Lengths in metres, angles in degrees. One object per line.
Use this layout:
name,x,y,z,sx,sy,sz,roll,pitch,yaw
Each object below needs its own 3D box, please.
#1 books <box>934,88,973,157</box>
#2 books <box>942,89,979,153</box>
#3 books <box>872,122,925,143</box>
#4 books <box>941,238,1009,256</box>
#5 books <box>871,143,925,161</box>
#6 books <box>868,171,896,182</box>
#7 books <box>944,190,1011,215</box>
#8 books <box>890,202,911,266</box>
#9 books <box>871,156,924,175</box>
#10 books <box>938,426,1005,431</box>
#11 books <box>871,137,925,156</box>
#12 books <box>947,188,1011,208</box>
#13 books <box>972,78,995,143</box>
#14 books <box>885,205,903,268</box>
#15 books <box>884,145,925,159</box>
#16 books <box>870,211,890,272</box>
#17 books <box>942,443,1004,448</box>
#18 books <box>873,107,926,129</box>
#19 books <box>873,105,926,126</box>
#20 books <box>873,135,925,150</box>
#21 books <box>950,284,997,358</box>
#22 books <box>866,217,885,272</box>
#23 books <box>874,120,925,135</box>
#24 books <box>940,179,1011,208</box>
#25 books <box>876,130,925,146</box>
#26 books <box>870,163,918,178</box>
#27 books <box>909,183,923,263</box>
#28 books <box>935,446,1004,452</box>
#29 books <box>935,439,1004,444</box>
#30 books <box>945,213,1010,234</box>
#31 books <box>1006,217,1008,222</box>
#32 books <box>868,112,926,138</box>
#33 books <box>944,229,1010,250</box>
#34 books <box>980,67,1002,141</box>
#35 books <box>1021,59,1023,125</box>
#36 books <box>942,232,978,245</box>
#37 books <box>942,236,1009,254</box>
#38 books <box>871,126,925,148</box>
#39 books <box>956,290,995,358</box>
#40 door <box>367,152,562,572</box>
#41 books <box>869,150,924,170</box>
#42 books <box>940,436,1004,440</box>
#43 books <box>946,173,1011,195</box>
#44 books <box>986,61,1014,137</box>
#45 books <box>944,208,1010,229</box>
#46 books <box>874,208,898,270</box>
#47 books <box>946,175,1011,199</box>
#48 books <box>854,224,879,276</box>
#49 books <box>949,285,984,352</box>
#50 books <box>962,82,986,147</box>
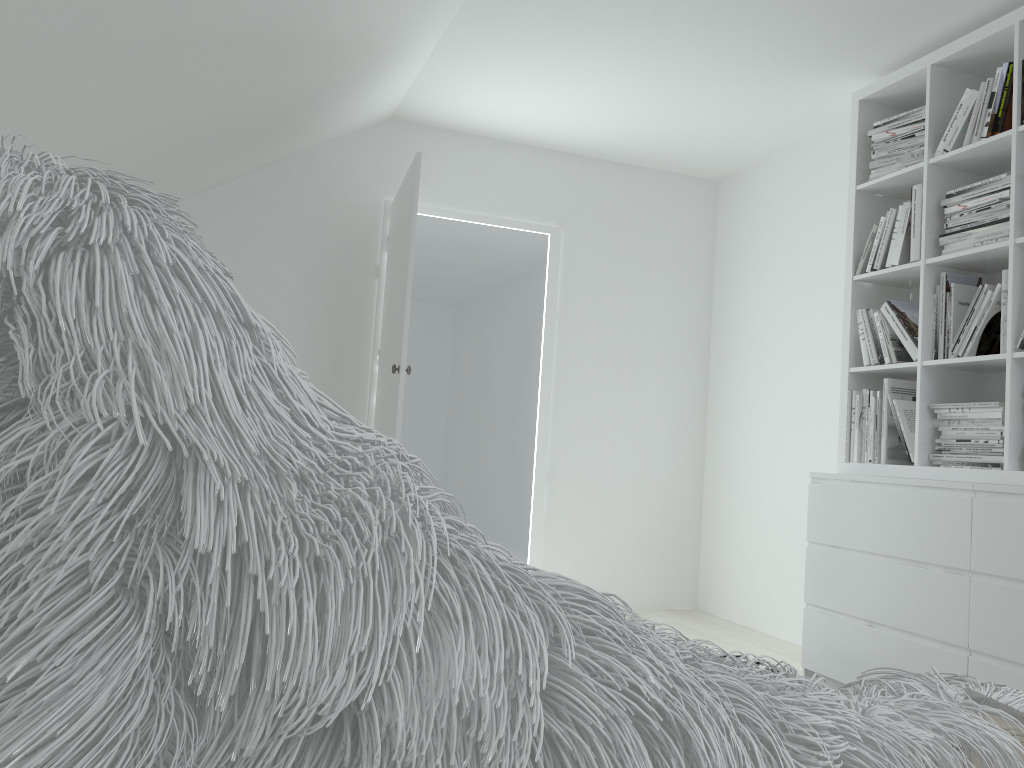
books,1.685,-0.937,3.250,0.186,0.226,0.173,5,-5,-19
books,1.688,-0.932,3.212,0.167,0.210,0.162,5,-5,-19
books,1.609,-0.990,3.538,0.174,0.021,0.273,7,-6,-39
books,1.697,-0.465,3.127,0.182,0.016,0.288,5,-5,-19
books,1.621,-0.916,3.546,0.182,0.016,0.288,7,-6,-39
books,1.595,-0.821,3.515,0.182,0.016,0.288,6,-5,-29
books,1.712,-0.631,3.149,0.174,0.021,0.273,5,-5,-19
books,1.569,-0.567,3.422,0.174,0.242,0.105,5,-5,-19
books,1.603,-0.854,3.530,0.174,0.021,0.273,6,-5,-29
books,1.676,0.163,3.104,0.182,0.016,0.288,5,-5,-19
books,1.605,-0.933,3.548,0.167,0.017,0.263,7,-5,-34
books,1.715,-0.648,3.162,0.161,0.013,0.254,6,-5,-24
books,1.712,-0.945,3.116,0.161,0.222,0.084,5,-5,-19
books,1.561,-0.563,3.461,0.172,0.239,0.093,5,-5,-19
books,1.624,-0.900,3.535,0.182,0.016,0.288,6,-5,-24
books,1.528,-0.556,3.529,0.152,0.232,0.104,5,-5,-19
books,1.654,0.216,3.080,0.161,0.013,0.256,5,-5,-19
books,1.611,-1.045,3.535,0.159,0.012,0.285,6,-5,-24
books,1.608,-1.057,3.551,0.161,0.012,0.254,6,-5,-29
books,1.602,-0.949,3.539,0.161,0.012,0.254,7,-6,-39
books,1.680,-0.211,3.144,0.159,0.253,0.153,5,-5,-19
books,1.521,-0.548,3.558,0.161,0.218,0.101,5,-5,-19
books,1.610,-1.006,3.550,0.161,0.013,0.254,7,-5,-34
books,1.721,-0.666,3.151,0.176,0.025,0.331,5,-5,-19
books,1.614,-0.961,3.533,0.159,0.012,0.285,6,-5,-29
books,1.607,-0.835,3.529,0.182,0.016,0.288,7,-5,-34
books,1.588,-0.595,3.348,0.176,0.290,0.053,5,-5,-19
books,1.668,0.235,3.108,0.182,0.016,0.288,5,-5,-19
books,1.655,0.206,3.104,0.159,0.012,0.285,5,-5,-19
books,1.726,-0.557,3.154,0.182,0.016,0.288,5,-5,-19
books,1.728,-0.542,3.143,0.182,0.016,0.288,5,-4,-14
books,1.617,-1.025,3.541,0.176,0.025,0.331,6,-5,-29
books,1.707,-0.498,3.141,0.174,0.021,0.273,5,-5,-19
books,1.731,-0.958,3.091,0.159,0.248,0.089,5,-5,-19
books,1.765,-0.961,2.954,0.140,0.231,0.042,5,-5,-19
books,1.711,-0.520,3.139,0.180,0.028,0.296,6,-5,-24
books,1.711,-0.479,3.139,0.182,0.016,0.288,6,-5,-24
books,1.597,-0.974,3.549,0.161,0.013,0.256,6,-5,-24
books,1.689,-0.197,3.122,0.167,0.236,0.146,5,-5,-19
door,-0.414,0.096,4.348,0.688,2.055,1.397,1,-5,29
books,1.608,-0.879,3.529,0.180,0.028,0.296,7,-6,-39
books,1.654,0.193,3.092,0.161,0.012,0.254,5,-5,-19
books,1.713,-0.699,3.163,0.161,0.012,0.254,5,-5,-19
books,1.744,-0.963,3.049,0.170,0.251,0.118,5,-5,-19
books,1.711,-0.575,3.159,0.167,0.017,0.263,6,-5,-24
books,1.537,-0.560,3.498,0.172,0.235,0.112,5,-5,-19
books,1.714,-0.687,3.146,0.159,0.012,0.285,5,-5,-19
books,1.499,-0.528,3.600,0.161,0.210,0.127,5,-5,-19
books,1.670,-0.223,3.149,0.161,0.226,0.138,5,-5,-19
books,1.702,-0.941,3.149,0.161,0.218,0.101,5,-5,-19
